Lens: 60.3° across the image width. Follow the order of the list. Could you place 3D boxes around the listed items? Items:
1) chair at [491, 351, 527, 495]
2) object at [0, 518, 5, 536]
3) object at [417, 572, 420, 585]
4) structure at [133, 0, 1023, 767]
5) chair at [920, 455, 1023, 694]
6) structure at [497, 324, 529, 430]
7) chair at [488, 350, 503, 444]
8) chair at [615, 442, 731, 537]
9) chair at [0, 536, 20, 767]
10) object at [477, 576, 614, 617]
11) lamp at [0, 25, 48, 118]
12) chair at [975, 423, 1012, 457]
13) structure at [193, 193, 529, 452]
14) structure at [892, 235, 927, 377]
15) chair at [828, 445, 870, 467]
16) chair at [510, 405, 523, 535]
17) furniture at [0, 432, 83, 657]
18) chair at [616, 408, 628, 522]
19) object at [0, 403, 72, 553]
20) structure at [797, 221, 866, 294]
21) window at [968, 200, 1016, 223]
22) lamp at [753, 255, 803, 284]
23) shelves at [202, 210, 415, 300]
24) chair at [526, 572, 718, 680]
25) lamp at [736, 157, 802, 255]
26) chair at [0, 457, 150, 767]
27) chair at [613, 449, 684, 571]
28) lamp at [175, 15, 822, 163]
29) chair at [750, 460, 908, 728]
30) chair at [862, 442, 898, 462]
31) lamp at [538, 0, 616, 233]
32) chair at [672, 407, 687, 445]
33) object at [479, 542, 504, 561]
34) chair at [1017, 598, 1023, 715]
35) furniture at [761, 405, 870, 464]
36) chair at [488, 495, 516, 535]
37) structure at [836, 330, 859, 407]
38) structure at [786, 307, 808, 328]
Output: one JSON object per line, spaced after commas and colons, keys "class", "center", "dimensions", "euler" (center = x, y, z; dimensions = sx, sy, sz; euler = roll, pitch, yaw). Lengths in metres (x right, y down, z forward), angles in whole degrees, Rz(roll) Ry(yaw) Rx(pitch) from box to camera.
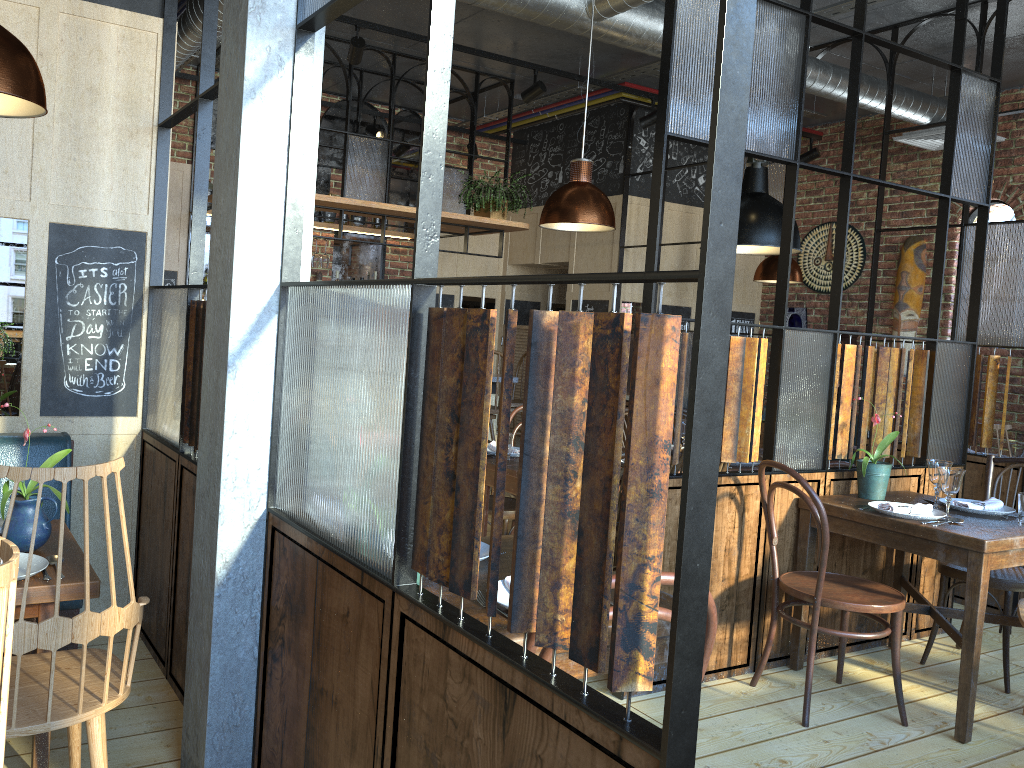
{"class": "chair", "center": [-0.029, 0.302, 7.307], "dimensions": [0.398, 1.194, 0.450], "euler": [3, 3, -24]}
{"class": "object", "center": [-1.697, 0.440, 2.722], "dimensions": [0.312, 0.051, 0.280], "euler": [2, 4, -29]}
{"class": "object", "center": [-0.231, 0.266, 1.997], "dimensions": [0.210, 0.426, 0.141], "euler": [5, 3, 29]}
{"class": "structure", "center": [-0.287, -0.656, 5.225], "dimensions": [6.326, 3.323, 5.572], "euler": [7, 4, 41]}
{"class": "chair", "center": [2.117, 0.785, 3.834], "dimensions": [0.498, 0.914, 0.424], "euler": [2, 3, -38]}
{"class": "structure", "center": [-1.139, -0.030, 6.592], "dimensions": [1.326, 0.993, 4.787], "euler": [6, 4, 31]}
{"class": "chair", "center": [-0.280, 0.331, 6.558], "dimensions": [0.418, 1.194, 0.429], "euler": [3, 3, -29]}
{"class": "chair", "center": [0.695, 0.680, 4.053], "dimensions": [0.390, 0.914, 0.542], "euler": [3, 3, -28]}
{"class": "chair", "center": [-0.884, 0.719, 1.127], "dimensions": [0.562, 1.005, 0.429], "euler": [6, 4, 44]}
{"class": "object", "center": [0.091, 0.475, 1.991], "dimensions": [0.312, 0.051, 0.280], "euler": [2, 4, -29]}
{"class": "lamp", "center": [-1.382, -1.412, 2.305], "dimensions": [0.384, 1.334, 0.353], "euler": [5, 3, 30]}
{"class": "chair", "center": [2.687, 0.712, 5.050], "dimensions": [0.562, 1.005, 0.429], "euler": [6, 4, 44]}
{"class": "structure", "center": [-1.351, -0.263, 7.064], "dimensions": [2.240, 2.172, 1.817], "euler": [2, 3, -32]}
{"class": "structure", "center": [3.099, -0.614, 6.943], "dimensions": [0.089, 1.119, 0.242], "euler": [2, 3, -34]}
{"class": "chair", "center": [1.388, 0.713, 4.243], "dimensions": [0.428, 0.920, 0.563], "euler": [3, 3, -16]}
{"class": "chair", "center": [0.190, 0.598, 4.875], "dimensions": [0.428, 0.920, 0.563], "euler": [3, 3, -16]}
{"class": "furniture", "center": [-1.957, 0.649, 2.565], "dimensions": [1.382, 0.821, 1.557], "euler": [2, 4, -33]}
{"class": "chair", "center": [0.817, 0.622, 5.145], "dimensions": [0.388, 0.914, 0.544], "euler": [2, 3, -33]}
{"class": "object", "center": [-1.404, 0.276, 2.583], "dimensions": [0.214, 0.431, 0.139], "euler": [3, 3, -13]}
{"class": "structure", "center": [2.724, -1.084, 7.563], "dimensions": [0.076, 0.618, 0.692], "euler": [2, 3, -36]}
{"class": "window", "center": [3.524, -0.577, 2.225], "dimensions": [3.561, 2.427, 8.241], "euler": [5, 4, 22]}
{"class": "lamp", "center": [2.128, -1.462, 6.875], "dimensions": [0.351, 1.334, 0.386], "euler": [2, 3, -40]}
{"class": "shelves", "center": [-1.872, -1.062, 7.884], "dimensions": [2.030, 0.745, 0.630], "euler": [2, 4, -32]}
{"class": "chair", "center": [0.122, 0.776, 1.864], "dimensions": [0.428, 0.920, 0.563], "euler": [3, 3, -16]}
{"class": "lamp", "center": [1.350, -1.392, 4.804], "dimensions": [0.514, 1.325, 0.545], "euler": [3, 3, -20]}
{"class": "chair", "center": [-1.109, 0.650, 2.019], "dimensions": [0.511, 1.005, 0.472], "euler": [2, 3, -41]}
{"class": "chair", "center": [0.400, 0.681, 3.716], "dimensions": [0.390, 0.914, 0.542], "euler": [3, 3, -28]}
{"class": "lamp", "center": [0.280, -1.997, 4.963], "dimensions": [6.922, 0.273, 6.539], "euler": [1, 4, -32]}
{"class": "chair", "center": [1.191, 0.756, 3.327], "dimensions": [0.541, 0.920, 0.445], "euler": [3, 3, -10]}
{"class": "chair", "center": [1.657, 0.707, 4.635], "dimensions": [0.547, 0.914, 0.386], "euler": [6, 3, 42]}
{"class": "lamp", "center": [0.359, -1.414, 4.204], "dimensions": [0.384, 1.334, 0.353], "euler": [5, 3, 30]}
{"class": "chair", "center": [1.131, 0.627, 5.394], "dimensions": [0.390, 0.914, 0.542], "euler": [3, 3, -28]}
{"class": "object", "center": [-0.198, 0.434, 2.353], "dimensions": [0.312, 0.051, 0.280], "euler": [2, 4, -29]}
{"class": "chair", "center": [2.061, 0.789, 3.109], "dimensions": [0.470, 1.005, 0.514], "euler": [5, 3, 29]}
{"class": "furniture", "center": [2.016, 0.621, 7.259], "dimensions": [1.429, 0.821, 1.506], "euler": [2, 4, -33]}
{"class": "chair", "center": [-0.144, 0.594, 4.574], "dimensions": [0.545, 0.914, 0.388], "euler": [6, 3, 32]}
{"class": "structure", "center": [2.755, -0.132, 7.413], "dimensions": [0.153, 0.654, 0.272], "euler": [2, 3, -33]}
{"class": "structure", "center": [2.472, -0.407, 7.874], "dimensions": [0.109, 0.559, 0.338], "euler": [2, 3, -34]}
